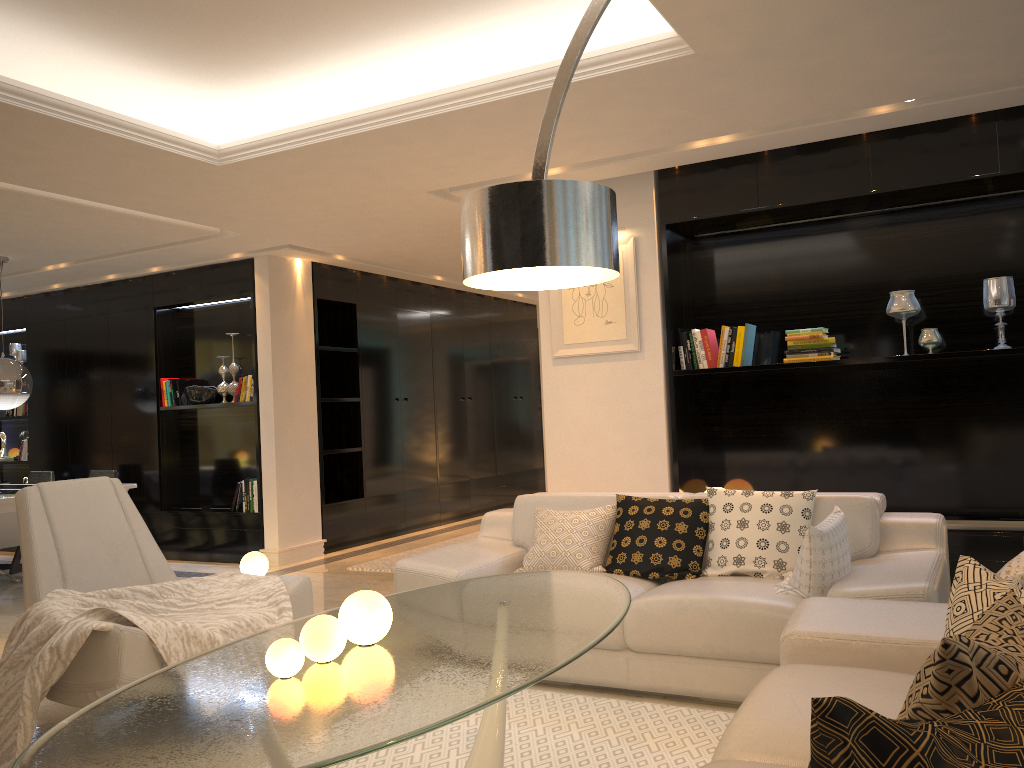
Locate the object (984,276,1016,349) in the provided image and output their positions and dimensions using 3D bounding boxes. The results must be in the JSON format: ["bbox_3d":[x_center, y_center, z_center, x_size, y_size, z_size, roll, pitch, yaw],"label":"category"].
[{"bbox_3d":[2.742,-0.380,4.977,0.156,0.426,0.156,-4,-2,33],"label":"object"}]

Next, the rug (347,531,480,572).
[{"bbox_3d":[0.503,1.458,8.979,1.526,0.015,5.025,-4,-2,28],"label":"rug"}]

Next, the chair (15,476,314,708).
[{"bbox_3d":[-1.489,0.877,3.573,0.983,0.991,1.027,-4,-2,27],"label":"chair"}]

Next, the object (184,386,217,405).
[{"bbox_3d":[-2.818,0.106,8.031,0.375,0.177,0.193,-4,-2,29],"label":"object"}]

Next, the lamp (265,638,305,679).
[{"bbox_3d":[-0.539,0.651,2.107,0.090,0.091,0.090,-2,-2,-11],"label":"lamp"}]

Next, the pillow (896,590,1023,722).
[{"bbox_3d":[0.851,0.611,1.594,0.301,0.436,0.575,-4,-2,34],"label":"pillow"}]

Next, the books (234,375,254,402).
[{"bbox_3d":[-2.274,0.038,7.761,0.290,0.238,0.189,-4,-2,27],"label":"books"}]

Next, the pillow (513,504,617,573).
[{"bbox_3d":[0.265,0.770,4.372,0.521,0.329,0.351,-4,-2,28],"label":"pillow"}]

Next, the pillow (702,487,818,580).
[{"bbox_3d":[1.095,0.670,3.991,0.526,0.399,0.255,-4,-2,28],"label":"pillow"}]

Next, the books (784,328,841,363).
[{"bbox_3d":[1.793,-0.225,5.303,0.296,0.197,0.260,-4,-2,31],"label":"books"}]

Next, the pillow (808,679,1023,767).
[{"bbox_3d":[0.640,0.609,1.251,0.575,0.436,0.301,-1,-2,-31],"label":"pillow"}]

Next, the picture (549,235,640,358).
[{"bbox_3d":[0.518,-0.553,5.697,0.610,0.729,0.027,-4,-2,28],"label":"picture"}]

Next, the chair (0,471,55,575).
[{"bbox_3d":[-4.410,1.227,7.938,0.523,0.858,0.496,-4,-2,28],"label":"chair"}]

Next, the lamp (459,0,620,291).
[{"bbox_3d":[0.796,-0.053,1.834,2.009,2.519,0.393,-4,-2,28],"label":"lamp"}]

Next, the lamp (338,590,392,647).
[{"bbox_3d":[-0.394,0.627,2.383,0.143,0.143,0.143,-3,-2,12],"label":"lamp"}]

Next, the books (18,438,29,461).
[{"bbox_3d":[-4.980,0.675,9.211,0.284,0.232,0.182,-4,-2,31],"label":"books"}]

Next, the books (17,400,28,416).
[{"bbox_3d":[-4.991,0.199,9.224,0.252,0.261,0.212,-4,-2,28],"label":"books"}]

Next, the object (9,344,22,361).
[{"bbox_3d":[-5.265,-0.274,9.409,0.111,0.301,0.111,-3,-2,24],"label":"object"}]

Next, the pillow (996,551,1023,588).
[{"bbox_3d":[1.228,0.621,2.205,0.222,0.380,0.463,-4,-2,33],"label":"pillow"}]

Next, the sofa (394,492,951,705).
[{"bbox_3d":[0.714,0.912,4.091,2.328,0.754,1.145,-4,-2,28],"label":"sofa"}]

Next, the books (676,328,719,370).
[{"bbox_3d":[1.183,-0.221,5.597,0.240,0.270,0.208,-4,-2,28],"label":"books"}]

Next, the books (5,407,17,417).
[{"bbox_3d":[-5.175,0.214,9.322,0.245,0.256,0.207,-4,-2,27],"label":"books"}]

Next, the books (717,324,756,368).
[{"bbox_3d":[1.390,-0.230,5.491,0.210,0.261,0.212,-4,-2,28],"label":"books"}]

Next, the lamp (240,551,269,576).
[{"bbox_3d":[-1.986,1.400,6.837,0.212,0.214,0.213,-2,-2,-22],"label":"lamp"}]

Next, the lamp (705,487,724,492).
[{"bbox_3d":[1.303,0.762,5.635,0.212,0.214,0.213,-2,-2,-22],"label":"lamp"}]

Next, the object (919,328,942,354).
[{"bbox_3d":[2.378,-0.237,5.042,0.119,0.154,0.119,-4,-2,38],"label":"object"}]

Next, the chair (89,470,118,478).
[{"bbox_3d":[-3.661,1.179,7.540,0.523,0.858,0.496,-4,-2,28],"label":"chair"}]

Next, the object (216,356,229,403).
[{"bbox_3d":[-2.577,-0.034,7.933,0.121,0.416,0.121,-3,-2,23],"label":"object"}]

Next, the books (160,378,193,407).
[{"bbox_3d":[-3.086,0.075,8.194,0.236,0.270,0.210,-4,-2,28],"label":"books"}]

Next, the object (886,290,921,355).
[{"bbox_3d":[2.263,-0.343,5.117,0.181,0.381,0.181,-3,-2,22],"label":"object"}]

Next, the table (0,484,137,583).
[{"bbox_3d":[-4.630,1.264,7.308,3.031,0.759,1.293,-4,-2,28],"label":"table"}]

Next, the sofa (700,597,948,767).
[{"bbox_3d":[0.937,0.822,1.754,1.145,0.754,2.328,-4,-2,28],"label":"sofa"}]

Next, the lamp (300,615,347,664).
[{"bbox_3d":[-0.474,0.640,2.230,0.115,0.115,0.115,-1,-2,-36],"label":"lamp"}]

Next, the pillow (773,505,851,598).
[{"bbox_3d":[1.231,0.679,3.629,0.281,0.325,0.521,-4,-2,38],"label":"pillow"}]

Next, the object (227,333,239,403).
[{"bbox_3d":[-2.461,-0.140,7.842,0.121,0.612,0.121,-3,-2,23],"label":"object"}]

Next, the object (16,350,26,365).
[{"bbox_3d":[-5.167,-0.242,9.349,0.104,0.224,0.104,-4,-2,30],"label":"object"}]

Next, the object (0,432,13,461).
[{"bbox_3d":[-5.427,0.665,9.397,0.177,0.311,0.177,-4,-2,28],"label":"object"}]

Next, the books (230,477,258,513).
[{"bbox_3d":[-2.264,0.959,7.732,0.345,0.296,0.222,-4,-2,28],"label":"books"}]

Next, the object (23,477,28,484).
[{"bbox_3d":[-5.032,1.130,9.255,0.092,0.310,0.193,-1,-2,-38],"label":"object"}]

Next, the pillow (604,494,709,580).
[{"bbox_3d":[0.672,0.710,4.168,0.524,0.355,0.323,-4,-2,29],"label":"pillow"}]

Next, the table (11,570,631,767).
[{"bbox_3d":[-0.267,0.976,2.388,0.999,0.565,2.140,-4,-2,27],"label":"table"}]

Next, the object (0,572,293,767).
[{"bbox_3d":[-1.530,1.070,3.359,1.347,0.580,0.972,-2,-2,-25],"label":"object"}]

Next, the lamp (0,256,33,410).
[{"bbox_3d":[-4.700,-0.364,7.426,1.827,1.226,0.408,-4,-2,28],"label":"lamp"}]

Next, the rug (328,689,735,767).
[{"bbox_3d":[-0.273,1.271,2.361,1.661,0.020,2.900,-4,-2,28],"label":"rug"}]

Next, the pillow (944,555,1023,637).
[{"bbox_3d":[1.066,0.615,1.840,0.288,0.429,0.587,-3,-2,3],"label":"pillow"}]

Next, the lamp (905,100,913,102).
[{"bbox_3d":[1.977,-1.475,4.417,0.107,0.127,0.107,-3,-2,9],"label":"lamp"}]
